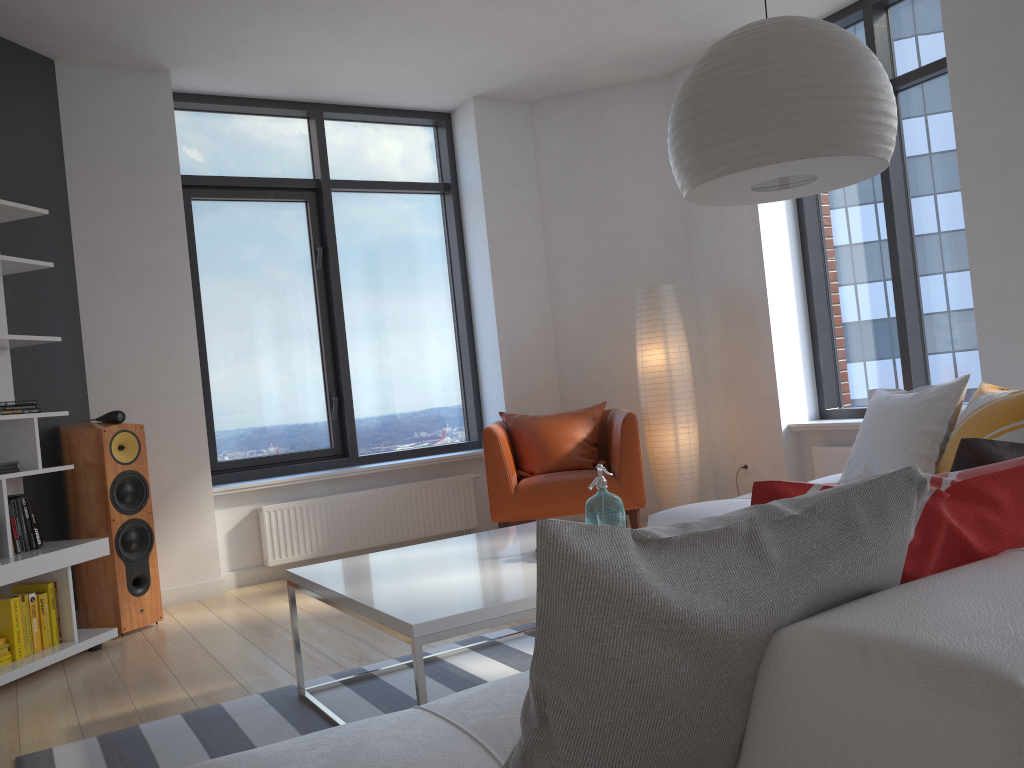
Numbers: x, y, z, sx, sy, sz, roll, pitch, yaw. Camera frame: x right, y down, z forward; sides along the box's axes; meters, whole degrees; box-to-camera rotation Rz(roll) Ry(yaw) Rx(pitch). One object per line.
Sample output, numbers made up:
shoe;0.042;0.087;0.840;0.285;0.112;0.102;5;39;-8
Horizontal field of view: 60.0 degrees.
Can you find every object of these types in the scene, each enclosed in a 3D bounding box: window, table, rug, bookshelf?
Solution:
window;-1.194;-0.651;5.894;1.960;2.402;0.170;-6;-1;-30
window;2.209;-1.017;5.073;0.170;2.402;1.310;-6;-1;-30
table;-0.016;0.776;2.852;1.091;0.435;1.091;-6;-1;-30
rug;-0.134;1.009;2.627;2.326;0.016;1.662;-6;-1;-30
bookshelf;-2.531;0.237;2.727;0.455;2.052;3.000;-6;-1;15

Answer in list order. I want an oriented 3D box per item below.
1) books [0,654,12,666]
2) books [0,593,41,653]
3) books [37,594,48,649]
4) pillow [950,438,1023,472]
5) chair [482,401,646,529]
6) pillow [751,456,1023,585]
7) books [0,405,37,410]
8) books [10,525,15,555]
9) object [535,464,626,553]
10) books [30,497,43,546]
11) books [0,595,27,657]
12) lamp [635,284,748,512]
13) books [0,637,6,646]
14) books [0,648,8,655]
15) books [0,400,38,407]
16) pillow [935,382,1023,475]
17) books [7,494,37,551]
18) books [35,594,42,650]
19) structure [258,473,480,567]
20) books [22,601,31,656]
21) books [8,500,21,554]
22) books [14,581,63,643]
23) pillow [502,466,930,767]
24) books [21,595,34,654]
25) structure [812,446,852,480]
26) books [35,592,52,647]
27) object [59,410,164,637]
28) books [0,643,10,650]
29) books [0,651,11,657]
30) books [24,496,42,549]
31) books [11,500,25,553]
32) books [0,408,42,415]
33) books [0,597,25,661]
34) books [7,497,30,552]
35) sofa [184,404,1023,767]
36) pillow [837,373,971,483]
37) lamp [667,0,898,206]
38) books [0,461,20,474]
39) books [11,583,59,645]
books;-2.166;1.142;3.602;0.147;0.033;0.190;-6;-1;15
books;-2.128;1.030;3.814;0.185;0.250;0.035;-6;-1;15
books;-2.111;1.037;3.866;0.172;0.234;0.024;-6;-1;15
pillow;1.532;0.194;1.848;2.120;0.436;0.608;-6;-1;-34
chair;0.313;0.562;5.334;0.896;0.858;0.843;-6;-1;2
pillow;1.258;0.248;1.677;2.250;0.449;0.575;-6;-1;-33
books;-2.251;0.112;3.952;0.142;0.015;0.198;-6;-1;13
books;-2.254;0.614;3.828;0.202;0.268;0.053;-6;-1;15
object;0.225;0.399;2.839;0.330;0.265;0.330;-6;-1;-6
books;-2.225;0.630;3.997;0.179;0.233;0.077;-6;-1;15
books;-2.150;1.028;3.751;0.199;0.263;0.015;-6;-1;15
lamp;1.184;0.127;5.543;0.804;1.550;0.502;-6;-1;20
books;-2.186;1.072;3.604;0.138;0.026;0.186;-6;-1;15
books;-2.156;1.105;3.594;0.113;0.018;0.169;-6;-1;16
books;-2.267;0.094;3.958;0.161;0.023;0.213;-6;-1;18
pillow;1.440;0.225;2.412;0.630;0.440;2.095;-6;-1;17
books;-2.219;0.619;3.929;0.193;0.255;0.066;-6;-1;14
books;-2.122;1.036;3.843;0.169;0.239;0.023;-6;-1;15
structure;-0.839;0.888;5.609;1.474;0.460;0.110;-6;-1;-30
books;-2.123;1.042;3.764;0.156;0.229;0.024;-6;-1;15
books;-2.241;0.629;3.857;0.189;0.240;0.053;-6;-1;15
books;-2.110;1.020;3.950;0.213;0.270;0.025;-6;-1;15
pillow;1.006;0.246;1.916;2.953;0.453;0.647;-5;-1;-42
books;-2.137;1.031;3.789;0.180;0.251;0.019;-6;-1;15
structure;2.104;0.571;4.867;0.110;0.460;1.015;-6;-1;-30
books;-2.108;1.037;3.892;0.172;0.234;0.024;-6;-1;15
object;-2.034;0.686;4.428;0.434;1.088;0.290;-6;-1;30
books;-2.171;1.091;3.604;0.134;0.014;0.187;-6;-1;15
books;-2.172;1.120;3.604;0.148;0.011;0.196;-6;-1;15
books;-2.203;0.624;3.956;0.177;0.242;0.066;-6;-1;15
books;-2.228;0.629;3.879;0.170;0.236;0.049;-6;-1;15
books;-2.246;0.131;3.952;0.161;0.023;0.213;-6;-1;18
books;-2.155;1.030;3.721;0.198;0.255;0.044;-6;-1;15
books;-2.215;0.624;3.898;0.169;0.242;0.050;-6;-1;14
sofa;0.797;0.547;2.338;3.424;0.732;2.614;-6;-1;-30
pillow;1.484;0.206;2.728;0.580;0.456;2.156;-6;-1;-4
lamp;2.050;-0.547;2.350;3.199;2.647;0.710;-6;-1;6
books;-2.314;0.376;3.776;0.250;0.047;0.310;-6;-1;10
books;-2.108;1.020;3.921;0.204;0.270;0.029;-6;-1;15
